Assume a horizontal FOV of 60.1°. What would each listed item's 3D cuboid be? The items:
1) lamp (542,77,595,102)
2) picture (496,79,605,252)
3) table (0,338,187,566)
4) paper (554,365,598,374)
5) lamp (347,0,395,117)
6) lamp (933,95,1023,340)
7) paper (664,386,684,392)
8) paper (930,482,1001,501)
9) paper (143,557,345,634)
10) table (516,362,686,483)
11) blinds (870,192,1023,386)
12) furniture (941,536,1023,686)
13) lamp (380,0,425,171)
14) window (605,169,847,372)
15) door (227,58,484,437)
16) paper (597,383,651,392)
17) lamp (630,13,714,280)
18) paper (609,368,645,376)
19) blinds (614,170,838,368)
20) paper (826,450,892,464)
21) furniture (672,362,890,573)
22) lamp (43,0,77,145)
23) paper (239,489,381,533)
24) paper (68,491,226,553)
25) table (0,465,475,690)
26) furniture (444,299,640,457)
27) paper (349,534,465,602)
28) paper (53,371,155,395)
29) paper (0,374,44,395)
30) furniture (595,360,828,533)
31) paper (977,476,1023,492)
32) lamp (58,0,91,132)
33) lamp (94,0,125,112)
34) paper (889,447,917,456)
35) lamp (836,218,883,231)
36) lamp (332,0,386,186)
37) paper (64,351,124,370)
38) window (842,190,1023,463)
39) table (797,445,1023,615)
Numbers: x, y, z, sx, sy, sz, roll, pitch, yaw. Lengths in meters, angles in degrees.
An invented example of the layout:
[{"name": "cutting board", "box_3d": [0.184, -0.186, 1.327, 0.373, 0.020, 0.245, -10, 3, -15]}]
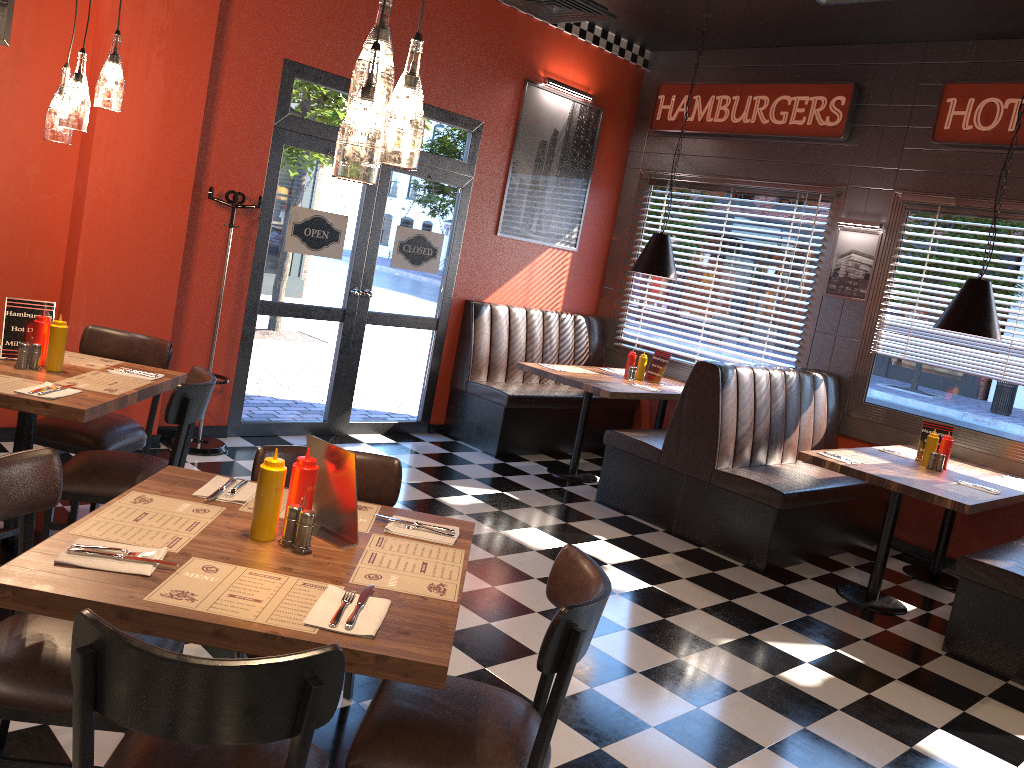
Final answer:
[{"name": "lamp", "box_3d": [0.487, -2.521, 7.600, 0.609, 0.056, 0.082, 2, 11, -45]}, {"name": "picture", "box_3d": [0.351, -1.862, 7.705, 1.022, 1.295, 0.016, 4, 9, -45]}, {"name": "table", "box_3d": [-2.068, 0.309, 3.698, 0.960, 0.770, 0.961, 11, 8, 0]}, {"name": "paper", "box_3d": [0.477, -0.118, 7.063, 0.365, 0.001, 0.263, 2, 12, -45]}, {"name": "lamp", "box_3d": [-0.187, -1.632, 2.146, 0.108, 1.956, 0.109, 11, 6, 1]}, {"name": "lamp", "box_3d": [2.942, -1.297, 5.262, 0.383, 2.035, 0.382, 14, 7, 26]}, {"name": "paper", "box_3d": [1.416, 0.049, 7.122, 0.365, 0.001, 0.263, 2, 12, -44]}, {"name": "paper", "box_3d": [2.515, 0.593, 4.900, 0.365, 0.001, 0.263, 3, 12, -43]}, {"name": "paper", "box_3d": [-0.575, 0.460, 1.947, 0.365, 0.001, 0.262, 11, 8, 1]}, {"name": "table", "box_3d": [0.889, 0.340, 7.166, 1.689, 0.770, 0.963, 3, 11, -45]}, {"name": "blinds", "box_3d": [3.411, -0.594, 5.910, 0.100, 1.200, 1.881, 5, 10, -45]}, {"name": "furniture", "box_3d": [3.138, 0.914, 4.889, 1.707, 1.149, 0.710, 3, 10, -45]}, {"name": "lamp", "box_3d": [-0.105, -1.492, 2.082, 0.109, 1.956, 0.108, 14, 7, 26]}, {"name": "window", "box_3d": [1.777, -0.929, 7.673, 0.127, 1.706, 2.041, 5, 10, -45]}, {"name": "door", "box_3d": [-1.093, -0.863, 6.575, 1.797, 2.560, 0.129, 4, 9, -45]}, {"name": "paper", "box_3d": [0.835, 0.027, 6.549, 0.263, 0.001, 0.365, 18, 11, 41]}, {"name": "lamp", "box_3d": [1.312, -1.857, 6.931, 0.382, 2.035, 0.383, 11, 6, 3]}, {"name": "paper", "box_3d": [1.013, -0.101, 7.612, 0.365, 0.001, 0.263, 2, 12, -44]}, {"name": "blinds", "box_3d": [1.734, -0.948, 7.610, 0.099, 1.627, 1.881, 5, 9, -45]}, {"name": "paper", "box_3d": [2.116, 0.443, 5.394, 0.365, 0.001, 0.263, 3, 12, -43]}, {"name": "furniture", "box_3d": [1.987, 0.519, 6.068, 1.707, 1.149, 0.710, 3, 10, -45]}, {"name": "lamp", "box_3d": [-1.700, -1.956, 3.561, 0.109, 1.956, 0.108, 14, 7, 26]}, {"name": "paper", "box_3d": [-0.579, 0.362, 2.585, 0.365, 0.001, 0.262, 10, 8, -2]}, {"name": "paper", "box_3d": [-0.917, 0.347, 2.266, 0.261, 0.001, 0.367, 10, 8, -2]}, {"name": "table", "box_3d": [-0.663, 0.786, 2.296, 0.960, 0.770, 0.961, 11, 8, 0]}, {"name": "furniture", "box_3d": [0.354, -0.043, 7.741, 1.707, 1.149, 0.710, 3, 10, -45]}, {"name": "paper", "box_3d": [-0.259, 0.468, 2.286, 0.261, 0.001, 0.367, 10, 8, -1]}, {"name": "paper", "box_3d": [-1.677, -0.007, 3.655, 0.261, 0.001, 0.367, 10, 8, -2]}, {"name": "paper", "box_3d": [-1.982, -0.015, 3.328, 0.365, 0.001, 0.262, 11, 8, -1]}, {"name": "furniture", "box_3d": [1.505, 0.353, 6.563, 1.707, 1.149, 0.710, 3, 10, -45]}, {"name": "paper", "box_3d": [3.056, 0.613, 5.443, 0.365, 0.001, 0.263, 2, 12, -44]}, {"name": "lamp", "box_3d": [-1.595, -1.984, 3.479, 0.108, 1.956, 0.109, 10, 6, -3]}, {"name": "lamp", "box_3d": [-1.498, -2.095, 3.572, 0.108, 1.956, 0.109, 9, 6, -13]}, {"name": "paper", "box_3d": [2.703, 0.468, 5.961, 0.263, 0.001, 0.365, 18, 11, 42]}, {"name": "lamp", "box_3d": [2.629, -1.208, 6.707, 0.081, 0.056, 0.336, 3, 11, -45]}, {"name": "lamp", "box_3d": [-0.193, -1.434, 1.992, 0.108, 1.956, 0.109, 7, 7, -34]}, {"name": "paper", "box_3d": [-1.982, -0.116, 3.994, 0.365, 0.001, 0.262, 11, 8, -1]}, {"name": "window", "box_3d": [3.411, -0.367, 5.999, 0.127, 1.706, 2.041, 5, 10, -45]}, {"name": "table", "box_3d": [2.530, 0.904, 5.485, 1.689, 0.770, 0.963, 3, 11, -45]}]
